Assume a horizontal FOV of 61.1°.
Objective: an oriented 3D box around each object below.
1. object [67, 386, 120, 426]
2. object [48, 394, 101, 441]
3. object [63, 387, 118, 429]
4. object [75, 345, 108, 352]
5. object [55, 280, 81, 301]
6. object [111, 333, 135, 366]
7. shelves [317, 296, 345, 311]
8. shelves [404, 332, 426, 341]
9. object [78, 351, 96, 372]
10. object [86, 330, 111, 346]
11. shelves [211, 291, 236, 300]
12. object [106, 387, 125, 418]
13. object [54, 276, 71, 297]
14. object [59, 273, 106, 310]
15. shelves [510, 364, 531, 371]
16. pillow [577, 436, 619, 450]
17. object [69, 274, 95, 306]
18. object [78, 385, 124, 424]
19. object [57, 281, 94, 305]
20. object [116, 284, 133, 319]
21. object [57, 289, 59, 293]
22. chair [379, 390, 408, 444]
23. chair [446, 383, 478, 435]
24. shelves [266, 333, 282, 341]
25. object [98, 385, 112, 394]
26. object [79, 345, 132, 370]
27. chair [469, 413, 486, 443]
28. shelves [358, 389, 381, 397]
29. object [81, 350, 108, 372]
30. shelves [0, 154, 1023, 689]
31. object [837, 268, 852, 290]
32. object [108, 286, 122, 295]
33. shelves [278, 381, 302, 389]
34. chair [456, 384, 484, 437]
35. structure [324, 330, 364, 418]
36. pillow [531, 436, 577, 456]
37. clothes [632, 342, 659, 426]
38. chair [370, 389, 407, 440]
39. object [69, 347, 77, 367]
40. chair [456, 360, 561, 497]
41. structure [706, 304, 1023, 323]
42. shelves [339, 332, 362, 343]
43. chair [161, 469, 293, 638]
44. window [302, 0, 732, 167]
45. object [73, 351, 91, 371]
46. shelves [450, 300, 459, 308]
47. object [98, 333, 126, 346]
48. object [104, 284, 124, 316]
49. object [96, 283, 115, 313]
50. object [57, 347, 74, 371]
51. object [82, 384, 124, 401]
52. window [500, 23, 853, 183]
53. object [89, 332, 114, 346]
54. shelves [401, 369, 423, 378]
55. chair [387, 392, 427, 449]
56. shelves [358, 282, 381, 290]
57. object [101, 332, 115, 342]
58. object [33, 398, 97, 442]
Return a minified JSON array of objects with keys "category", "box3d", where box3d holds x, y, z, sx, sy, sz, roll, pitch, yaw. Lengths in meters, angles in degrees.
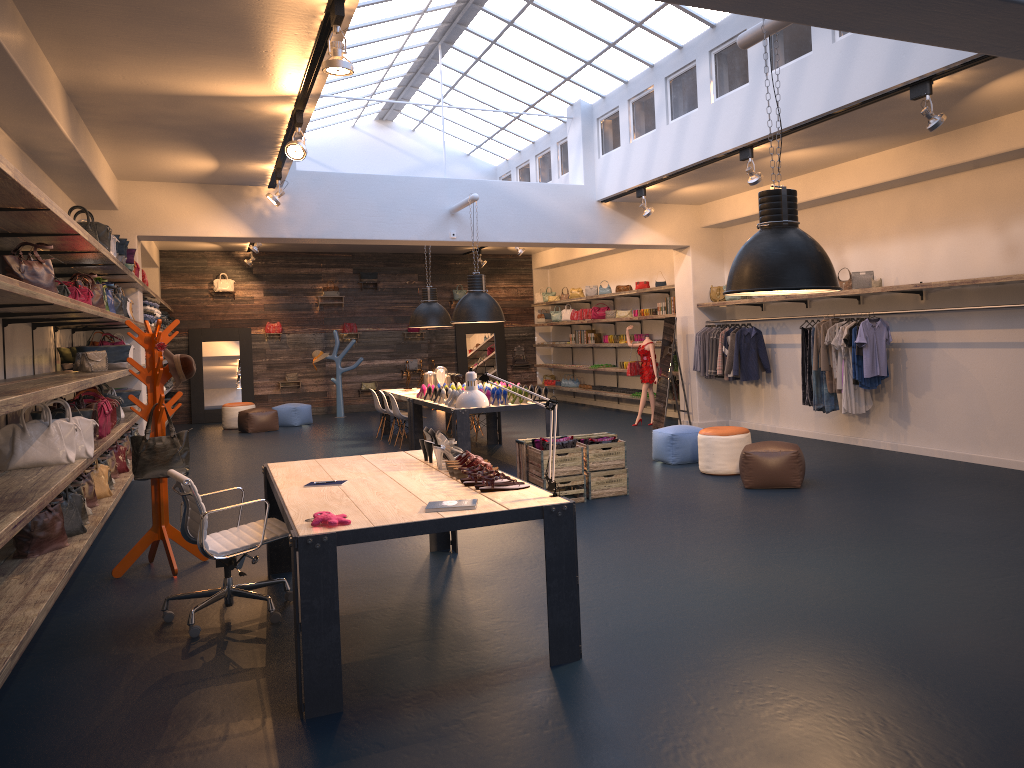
[{"category":"object","box3d":[-3.617,0.188,7.462,0.455,0.386,0.179,-3,1,-25]},{"category":"object","box3d":[-3.183,0.250,6.301,0.366,0.356,0.152,-2,0,-24]},{"category":"object","box3d":[-3.548,0.204,7.269,0.459,0.386,0.178,-3,1,-31]},{"category":"object","box3d":[-3.832,-0.244,8.090,0.163,0.232,0.453,-1,2,42]},{"category":"object","box3d":[-3.347,-0.653,6.402,0.216,0.243,0.250,-2,1,6]},{"category":"object","box3d":[-4.508,-0.394,9.940,0.182,0.386,0.450,-2,1,25]},{"category":"shelves","box3d":[-3.921,-1.742,18.812,0.595,0.317,0.229,-3,1,-24]},{"category":"shelves","box3d":[-2.210,-1.077,19.620,0.528,0.184,0.189,-3,2,-24]},{"category":"object","box3d":[-3.593,-0.195,7.381,0.105,0.175,0.265,-2,2,0]},{"category":"object","box3d":[-4.373,-0.375,9.220,0.125,0.410,0.318,-2,1,39]},{"category":"shelves","box3d":[-5.932,-1.823,17.873,0.482,0.157,0.229,-3,2,-24]},{"category":"object","box3d":[-3.926,0.186,8.471,0.314,0.309,0.167,-1,1,35]},{"category":"object","box3d":[-3.348,-0.661,6.248,0.319,0.276,0.124,-3,1,-39]},{"category":"object","box3d":[-3.446,-0.734,7.014,0.201,0.339,0.405,-2,1,34]},{"category":"shelves","box3d":[0.213,-0.386,20.720,0.482,0.157,0.229,-3,2,-24]},{"category":"pillow","box3d":[0.808,0.654,8.350,0.329,0.319,0.430,-2,2,-21]},{"category":"object","box3d":[-3.395,-0.709,6.826,0.203,0.305,0.345,-2,2,-32]},{"category":"object","box3d":[-3.694,0.177,7.716,0.453,0.386,0.180,-3,0,-23]},{"category":"object","box3d":[-3.335,-0.662,6.575,0.218,0.243,0.248,-2,1,4]},{"category":"object","box3d":[-4.105,-0.844,8.965,0.185,0.386,0.443,-2,1,18]},{"category":"object","box3d":[-3.358,-0.653,6.106,0.319,0.276,0.124,-3,1,-39]},{"category":"chair","box3d":[-1.712,0.481,13.146,0.570,0.801,0.444,-2,0,-15]},{"category":"chair","box3d":[-0.819,0.394,14.241,0.578,0.801,0.438,-2,0,-21]},{"category":"shelves","box3d":[-5.008,-0.990,18.281,0.324,0.157,0.230,-3,2,-23]},{"category":"object","box3d":[-4.091,0.170,8.732,0.102,0.329,0.250,-2,1,26]},{"category":"object","box3d":[-3.727,-0.241,7.972,0.453,0.232,0.163,-4,2,-40]},{"category":"chair","box3d":[-0.410,0.444,13.046,0.585,0.801,0.431,-2,1,-29]},{"category":"shelves","box3d":[-3.140,0.197,19.125,0.482,0.157,0.229,-3,2,-24]},{"category":"object","box3d":[-3.435,-0.188,7.147,0.102,0.175,0.275,-2,2,12]},{"category":"shelves","box3d":[-0.615,-0.275,11.628,9.195,2.227,15.797,-3,3,-20]},{"category":"object","box3d":[4.180,-1.312,10.918,0.269,0.300,0.111,-1,1,39]},{"category":"object","box3d":[-3.904,-0.794,8.436,0.206,0.339,0.395,-2,2,21]},{"category":"shelves","box3d":[-4.701,0.013,18.400,0.482,0.143,0.229,-3,2,-24]},{"category":"chair","box3d":[-0.678,0.422,13.621,0.581,0.801,0.435,-2,0,-24]},{"category":"structure","box3d":[-3.544,-0.218,17.980,0.962,1.808,0.173,-2,0,1]},{"category":"pillow","box3d":[0.380,0.649,8.047,0.380,0.349,0.409,-2,2,-22]},{"category":"clothes","box3d":[2.236,-0.007,14.339,0.498,1.386,0.319,-2,0,-36]},{"category":"chair","box3d":[-1.958,0.459,13.729,0.581,0.801,0.435,-2,0,-24]},{"category":"object","box3d":[-3.947,-0.244,8.219,0.163,0.235,0.453,-1,2,45]},{"category":"chair","box3d":[-0.010,0.250,4.344,0.536,0.746,0.172,-2,0,13]},{"category":"structure","box3d":[4.385,-0.814,9.841,0.041,0.039,8.179,-2,3,-19]},{"category":"shelves","box3d":[-3.532,-1.012,18.974,0.482,0.210,0.229,-3,2,-24]},{"category":"chair","box3d":[-1.575,0.894,4.945,0.727,0.837,0.636,-3,1,-43]},{"category":"window","box3d":[0.414,-4.288,8.123,4.603,0.838,17.607,-3,3,-19]},{"category":"object","box3d":[-3.750,-0.202,7.611,0.104,0.175,0.267,-2,2,2]},{"category":"shelves","box3d":[-1.197,-1.849,20.094,0.482,0.177,0.229,-3,2,-24]},{"category":"object","box3d":[-4.167,-0.348,9.038,0.218,0.362,0.248,-2,1,4]},{"category":"object","box3d":[-3.833,-0.784,8.212,0.200,0.339,0.405,-2,1,36]},{"category":"object","box3d":[-3.710,-0.748,7.751,0.184,0.305,0.382,-2,2,11]},{"category":"object","box3d":[-4.104,-0.243,8.306,0.453,0.235,0.163,-4,2,-41]},{"category":"object","box3d":[-3.782,0.170,7.906,0.458,0.386,0.178,-3,1,-30]},{"category":"window","box3d":[-0.614,-3.477,11.285,4.768,0.652,10.618,-3,3,-20]},{"category":"object","box3d":[-4.285,-0.360,9.112,0.229,0.385,0.251,-2,1,1]},{"category":"shelves","box3d":[-2.254,-0.237,19.555,0.482,0.183,0.229,-3,2,-24]},{"category":"chair","box3d":[-1.511,0.506,12.550,0.581,0.801,0.435,-2,0,-24]},{"category":"shelves","box3d":[-3.154,-2.163,19.185,0.482,0.179,0.229,-3,2,-24]},{"category":"object","box3d":[-4.481,-0.379,9.631,0.186,0.386,0.439,-2,1,15]},{"category":"object","box3d":[-3.141,0.265,6.122,0.395,0.339,0.206,-2,1,-17]}]
